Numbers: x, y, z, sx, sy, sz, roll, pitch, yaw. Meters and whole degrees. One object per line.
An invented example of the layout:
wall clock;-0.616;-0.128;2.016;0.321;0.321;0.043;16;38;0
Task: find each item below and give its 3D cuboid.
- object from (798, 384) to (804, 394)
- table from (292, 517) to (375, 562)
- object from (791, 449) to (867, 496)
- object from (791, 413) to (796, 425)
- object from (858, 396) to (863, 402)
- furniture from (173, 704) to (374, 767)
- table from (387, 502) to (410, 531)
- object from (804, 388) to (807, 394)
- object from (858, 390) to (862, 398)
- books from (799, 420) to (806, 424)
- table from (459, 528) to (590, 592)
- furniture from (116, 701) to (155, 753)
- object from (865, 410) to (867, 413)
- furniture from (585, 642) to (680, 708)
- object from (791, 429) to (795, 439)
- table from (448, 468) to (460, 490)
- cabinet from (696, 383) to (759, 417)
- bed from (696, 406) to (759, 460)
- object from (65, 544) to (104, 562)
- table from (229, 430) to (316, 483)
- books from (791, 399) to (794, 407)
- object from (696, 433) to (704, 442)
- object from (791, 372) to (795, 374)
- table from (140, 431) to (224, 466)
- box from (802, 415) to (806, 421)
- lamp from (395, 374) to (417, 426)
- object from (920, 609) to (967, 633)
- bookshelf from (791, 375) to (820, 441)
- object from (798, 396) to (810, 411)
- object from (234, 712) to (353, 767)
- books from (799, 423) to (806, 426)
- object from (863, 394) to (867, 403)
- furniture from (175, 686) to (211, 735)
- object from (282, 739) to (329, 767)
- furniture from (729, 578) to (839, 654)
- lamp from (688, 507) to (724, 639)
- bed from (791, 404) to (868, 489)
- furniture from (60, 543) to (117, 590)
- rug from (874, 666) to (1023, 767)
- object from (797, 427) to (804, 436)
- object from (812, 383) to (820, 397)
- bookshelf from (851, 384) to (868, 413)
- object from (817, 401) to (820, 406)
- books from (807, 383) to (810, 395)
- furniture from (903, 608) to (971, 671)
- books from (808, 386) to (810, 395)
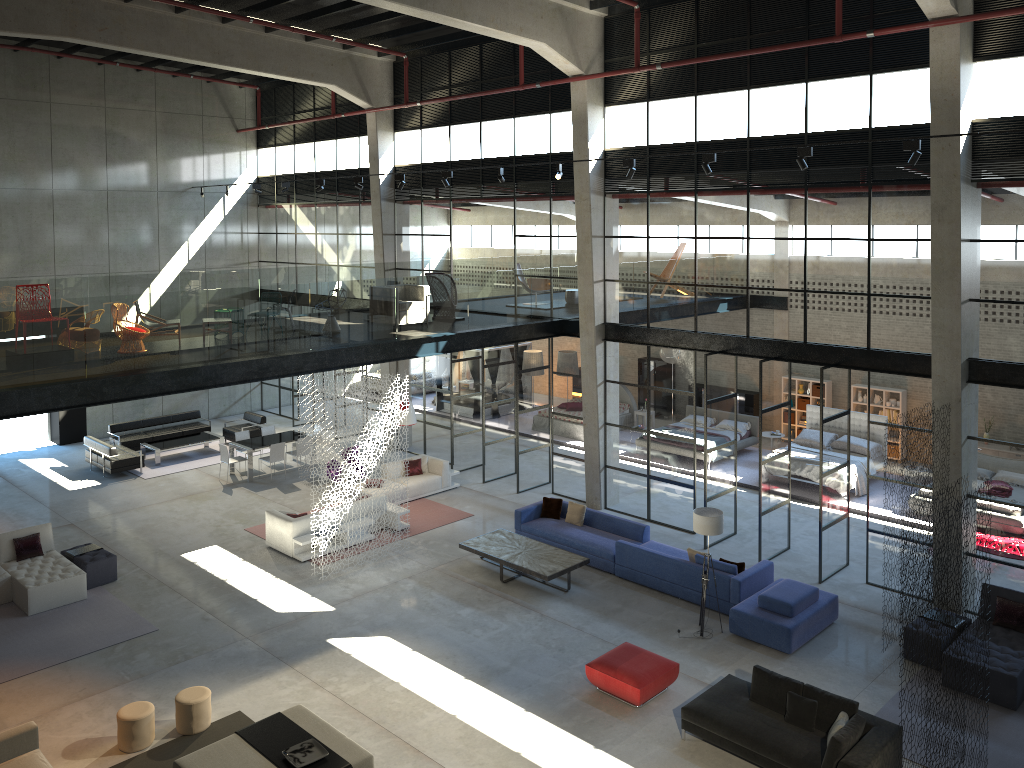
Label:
object;7.584;0.139;23.007;0.154;0.246;0.155;3;6;36
table;-3.208;2.819;15.909;0.302;0.366;1.581;5;11;44
object;6.623;1.868;19.226;0.656;0.652;2.297;-6;11;-42
object;7.436;0.880;23.310;0.325;0.295;0.326;6;10;44
object;8.709;0.378;21.926;0.110;0.155;0.110;-4;6;-34
furniture;-2.470;4.065;9.109;1.458;0.395;1.549;9;14;44
table;-2.501;2.561;17.269;1.209;0.366;0.302;9;11;44
object;7.731;0.183;23.078;0.185;0.131;0.187;1;8;8
object;8.741;0.298;22.055;0.094;0.260;0.095;0;3;5
books;7.736;0.987;23.060;0.284;0.054;0.232;10;14;44
table;0.182;2.999;14.737;2.078;0.395;1.034;10;14;44
furniture;-4.293;3.908;10.019;0.402;0.397;0.404;-4;8;-31
object;8.834;0.770;21.877;0.099;0.201;0.100;-3;4;-29
furniture;1.529;3.673;11.118;0.860;0.373;0.861;9;13;44
object;7.436;1.321;23.300;0.139;0.234;0.140;-1;5;-9
table;-1.588;2.094;19.746;0.907;0.366;0.302;9;10;44
cabinet;5.992;0.711;24.772;2.095;1.149;0.452;8;8;44
bed;4.687;1.286;22.019;2.271;0.862;2.414;9;13;44
object;-7.191;2.833;14.763;0.302;0.099;0.523;8;13;39
table;-5.713;1.695;20.988;0.906;0.751;1.816;7;12;44
books;7.419;0.511;23.326;0.075;0.203;0.160;3;6;44
object;4.269;1.362;21.578;2.125;0.245;0.724;10;14;44
object;7.447;-0.301;23.443;0.235;0.150;0.053;7;7;42
table;-8.385;1.633;22.360;0.907;0.404;1.816;8;13;44
box;7.749;0.903;23.072;0.215;0.108;0.132;8;11;44
lamp;-2.159;0.257;17.806;0.441;1.093;0.442;-3;4;-37
object;5.903;3.254;12.031;0.302;0.099;0.522;-9;13;-40
bookshelf;7.724;0.727;23.036;1.246;1.745;0.331;5;5;45
object;7.719;0.518;23.012;0.325;0.295;0.326;6;10;44
object;-2.323;3.871;9.253;1.483;0.086;0.539;10;15;44
books;7.737;1.042;23.063;0.311;0.054;0.232;10;14;44
object;8.823;0.359;21.905;0.100;0.202;0.100;-2;4;-17
furniture;-3.755;3.844;10.345;0.401;0.397;0.405;4;8;34
object;-2.139;3.832;9.079;0.388;0.035;0.389;-10;14;-41
furniture;3.960;3.233;12.735;0.955;0.550;1.549;8;13;44
lamp;2.743;2.718;12.537;0.430;1.731;0.672;2;4;42
bed;6.950;1.465;19.561;2.232;1.406;2.334;7;11;43
furniture;-7.082;3.031;14.680;0.964;0.451;0.513;7;10;39
rug;6.129;4.093;9.725;3.653;0.020;2.668;10;15;44
object;7.720;1.338;23.050;0.325;0.295;0.326;6;10;44
object;8.000;0.168;22.717;0.325;0.295;0.326;6;10;44
bookshelf;9.071;0.960;21.722;1.246;1.745;0.331;5;5;45
object;8.031;0.514;22.737;0.261;0.132;0.059;8;9;44
books;7.808;0.114;22.951;0.087;0.318;0.254;2;6;44
furniture;5.798;3.453;11.947;0.966;0.451;0.513;-8;10;-40
books;7.832;0.119;22.927;0.087;0.318;0.254;2;6;44
